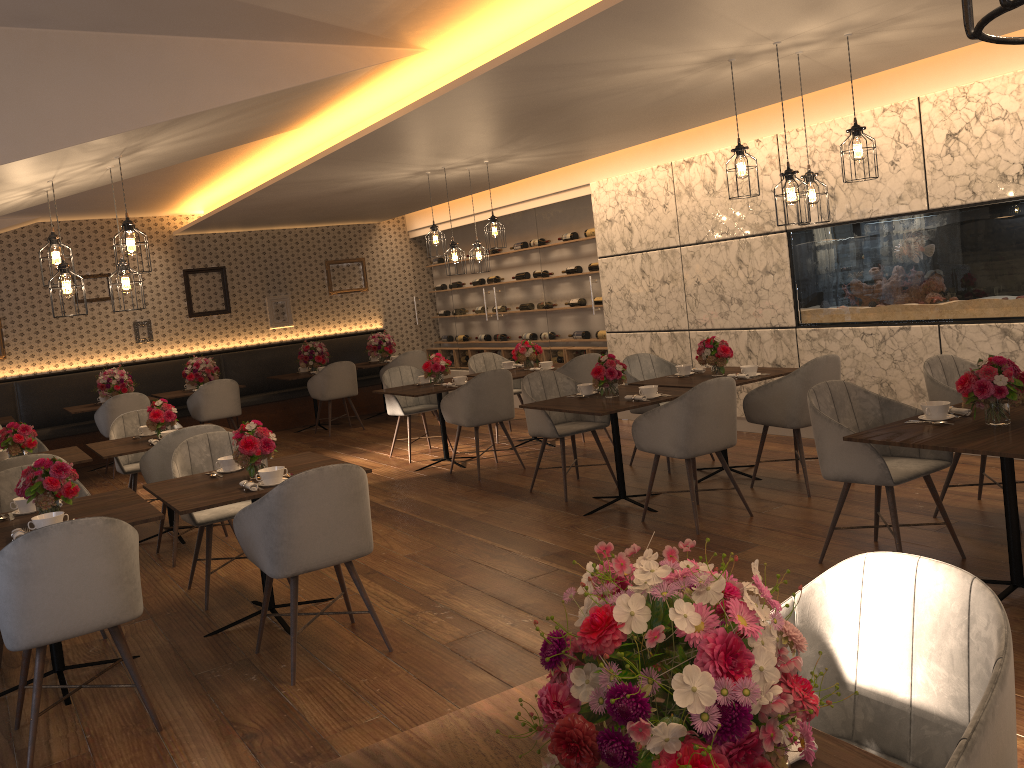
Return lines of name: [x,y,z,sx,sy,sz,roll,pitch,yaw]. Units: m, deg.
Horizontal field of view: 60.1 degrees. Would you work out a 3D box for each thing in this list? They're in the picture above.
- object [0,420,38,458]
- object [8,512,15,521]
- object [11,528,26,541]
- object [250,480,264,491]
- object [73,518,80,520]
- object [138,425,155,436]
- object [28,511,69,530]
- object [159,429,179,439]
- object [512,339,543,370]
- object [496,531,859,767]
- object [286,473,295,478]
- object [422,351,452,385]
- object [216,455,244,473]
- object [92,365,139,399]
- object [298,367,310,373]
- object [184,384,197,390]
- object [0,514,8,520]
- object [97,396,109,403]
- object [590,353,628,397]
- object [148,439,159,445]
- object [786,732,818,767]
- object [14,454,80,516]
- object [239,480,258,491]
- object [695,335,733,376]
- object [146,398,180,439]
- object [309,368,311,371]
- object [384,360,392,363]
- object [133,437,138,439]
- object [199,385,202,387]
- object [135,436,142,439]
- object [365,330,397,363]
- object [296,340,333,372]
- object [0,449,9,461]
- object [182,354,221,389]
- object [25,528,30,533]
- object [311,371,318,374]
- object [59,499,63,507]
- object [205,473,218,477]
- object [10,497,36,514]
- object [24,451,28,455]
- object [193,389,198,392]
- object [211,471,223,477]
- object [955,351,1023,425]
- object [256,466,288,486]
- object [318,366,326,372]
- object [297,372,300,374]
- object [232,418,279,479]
object: [-3.293,0.383,5.864,0.304,0.300,0.235,-3,5,33]
object: [-2.328,0.616,4.116,0.022,0.004,0.211,-10,7,-32]
object: [-2.019,0.617,3.622,0.056,0.039,0.175,-10,7,-32]
object: [-1.202,0.473,4.151,0.025,0.024,0.192,-9,7,-32]
object: [-1.844,0.594,3.756,0.043,0.015,0.197,-10,7,-28]
object: [-2.726,0.349,6.643,0.148,0.072,0.149,-4,6,25]
object: [-1.926,0.583,3.682,0.148,0.072,0.149,-4,6,25]
object: [-2.371,0.363,6.148,0.148,0.072,0.149,-4,6,25]
object: [0.143,-0.291,8.459,0.305,0.300,0.235,-7,4,-10]
object: [0.230,0.426,1.253,0.422,0.424,0.405,-11,6,-44]
object: [-1.052,0.449,4.258,0.043,0.015,0.197,-10,7,-28]
object: [-0.669,-0.147,7.981,0.234,0.300,0.307,-3,5,36]
object: [-1.488,0.424,4.680,0.148,0.072,0.149,-4,6,25]
object: [-4.513,0.001,10.064,0.405,0.424,0.422,-6,5,12]
object: [-2.714,-0.189,11.546,0.148,0.072,0.149,-5,6,15]
object: [-3.912,0.030,10.787,0.148,0.072,0.149,-5,6,15]
object: [-2.362,0.615,4.103,0.043,0.015,0.197,-11,7,-35]
object: [-4.726,0.179,10.271,0.148,0.072,0.149,-5,6,15]
object: [0.652,-0.067,5.884,0.234,0.300,0.307,-3,5,36]
object: [-2.464,0.397,6.088,0.056,0.039,0.175,-10,7,-32]
object: [0.404,0.588,1.374,0.176,0.039,0.056,-10,6,-32]
object: [-2.055,0.457,3.900,0.304,0.300,0.235,-3,5,33]
object: [-1.227,0.472,4.124,0.056,0.039,0.175,-10,7,-32]
object: [1.467,-0.212,6.365,0.235,0.300,0.305,-9,5,-30]
object: [-2.512,0.239,6.373,0.234,0.300,0.306,-7,5,-13]
object: [-2.617,-0.190,11.607,0.056,0.039,0.175,-10,7,-32]
object: [-1.613,-0.294,11.522,0.056,0.039,0.175,-10,7,-32]
object: [-2.807,0.396,6.568,0.043,0.015,0.197,-11,7,-35]
object: [-3.557,0.044,10.291,0.148,0.072,0.149,-5,6,15]
object: [-2.773,0.396,6.581,0.022,0.004,0.211,-10,7,-32]
object: [-1.735,-0.499,11.734,0.405,0.424,0.422,-6,5,12]
object: [-2.517,-0.354,11.226,0.405,0.424,0.422,-6,5,10]
object: [-3.518,0.494,6.141,0.148,0.072,0.149,-4,6,25]
object: [-3.679,-0.140,10.474,0.421,0.424,0.405,-9,5,-30]
object: [-1.995,0.618,3.649,0.025,0.024,0.192,-9,7,-32]
object: [-2.453,-0.141,10.990,0.056,0.039,0.175,-10,7,-32]
object: [-2.183,0.568,4.240,0.056,0.039,0.175,-10,7,-32]
object: [-1.569,0.470,4.605,0.043,0.015,0.197,-11,7,-35]
object: [-2.280,0.569,4.178,0.148,0.072,0.149,-4,6,25]
object: [-3.421,0.493,6.203,0.056,0.039,0.175,-10,7,-32]
object: [-3.651,0.078,10.231,0.056,0.039,0.175,-10,7,-32]
object: [-1.535,0.471,4.618,0.022,0.004,0.211,-10,7,-32]
object: [2.026,0.016,3.704,0.305,0.300,0.235,-6,4,1]
object: [-1.133,0.438,4.184,0.148,0.072,0.149,-4,6,25]
object: [-2.359,-0.175,11.050,0.148,0.072,0.149,-5,6,11]
object: [-2.795,-0.143,11.471,0.043,0.015,0.197,-11,7,-35]
object: [-1.275,0.313,4.409,0.234,0.300,0.306,-7,5,-13]
